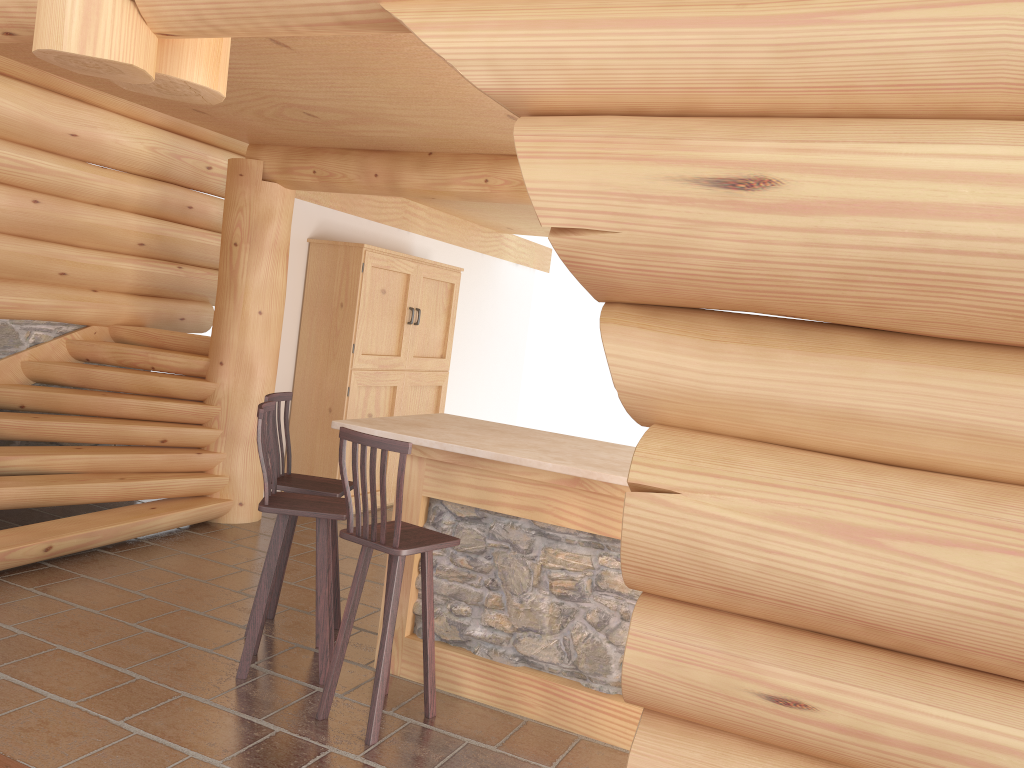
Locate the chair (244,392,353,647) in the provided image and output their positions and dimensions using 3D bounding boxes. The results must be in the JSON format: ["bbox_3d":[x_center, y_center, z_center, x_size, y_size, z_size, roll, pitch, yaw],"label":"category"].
[{"bbox_3d":[-1.166,0.737,4.944,0.504,1.319,0.406,8,3,4],"label":"chair"}]

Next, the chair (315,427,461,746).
[{"bbox_3d":[-0.550,0.873,4.002,0.406,1.319,0.504,10,4,34],"label":"chair"}]

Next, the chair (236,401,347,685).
[{"bbox_3d":[-1.076,0.780,4.432,0.504,1.319,0.406,7,4,-8],"label":"chair"}]

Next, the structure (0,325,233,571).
[{"bbox_3d":[-3.462,0.207,6.224,1.951,1.643,3.604,8,4,18],"label":"structure"}]

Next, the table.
[{"bbox_3d":[0.687,1.034,4.481,3.220,1.257,1.196,9,4,24],"label":"table"}]

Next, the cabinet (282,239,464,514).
[{"bbox_3d":[-1.287,-0.051,8.599,0.670,2.403,1.847,9,4,24],"label":"cabinet"}]
